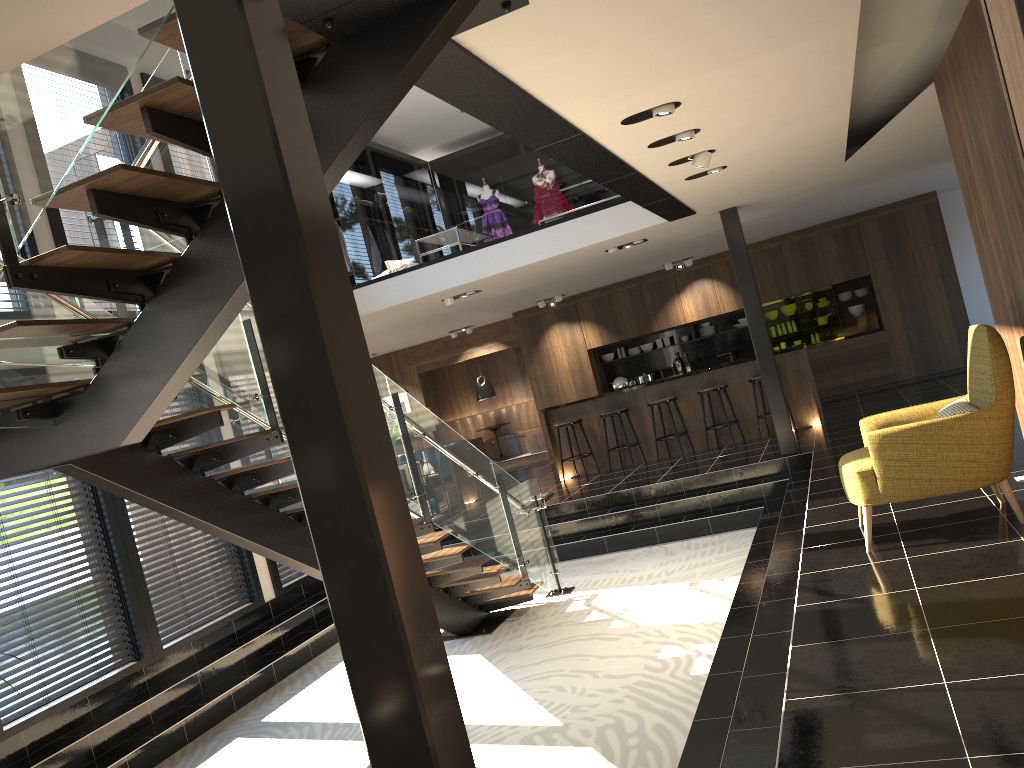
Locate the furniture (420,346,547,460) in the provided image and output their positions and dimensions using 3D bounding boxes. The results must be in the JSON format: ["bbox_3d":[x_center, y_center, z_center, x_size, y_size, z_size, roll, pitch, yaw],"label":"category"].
[{"bbox_3d":[-0.322,0.299,17.449,2.641,2.335,1.173,-14,0,20],"label":"furniture"}]

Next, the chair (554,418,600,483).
[{"bbox_3d":[0.857,0.894,12.045,0.413,0.799,0.412,-14,0,30],"label":"chair"}]

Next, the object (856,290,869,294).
[{"bbox_3d":[5.569,-1.449,14.100,0.220,0.033,0.220,-14,0,4],"label":"object"}]

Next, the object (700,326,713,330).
[{"bbox_3d":[3.301,-0.942,15.047,0.268,0.024,0.269,-14,0,-31],"label":"object"}]

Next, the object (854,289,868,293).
[{"bbox_3d":[5.563,-1.471,14.100,0.220,0.033,0.220,-14,0,4],"label":"object"}]

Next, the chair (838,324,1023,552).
[{"bbox_3d":[2.426,0.293,5.213,1.032,1.097,0.806,-14,0,19],"label":"chair"}]

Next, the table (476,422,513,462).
[{"bbox_3d":[-0.272,1.124,17.019,0.702,0.644,0.702,-14,0,-5],"label":"table"}]

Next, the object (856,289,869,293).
[{"bbox_3d":[5.565,-1.461,14.100,0.220,0.033,0.220,-14,0,4],"label":"object"}]

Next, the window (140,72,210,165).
[{"bbox_3d":[-3.251,-1.878,9.423,0.358,2.476,1.391,-14,0,20],"label":"window"}]

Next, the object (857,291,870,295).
[{"bbox_3d":[5.574,-1.427,14.100,0.220,0.033,0.220,-14,0,4],"label":"object"}]

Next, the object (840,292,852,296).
[{"bbox_3d":[5.329,-1.421,14.189,0.221,0.033,0.220,-15,0,30],"label":"object"}]

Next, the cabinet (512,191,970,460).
[{"bbox_3d":[3.609,-0.779,14.704,6.900,2.690,0.868,-14,0,20],"label":"cabinet"}]

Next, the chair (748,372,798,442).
[{"bbox_3d":[3.256,0.272,11.124,0.413,0.799,0.412,-14,0,30],"label":"chair"}]

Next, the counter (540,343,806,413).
[{"bbox_3d":[2.126,-0.072,11.968,3.577,0.041,0.697,-15,0,20],"label":"counter"}]

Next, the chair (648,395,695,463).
[{"bbox_3d":[2.056,0.583,11.584,0.413,0.799,0.412,-14,0,30],"label":"chair"}]

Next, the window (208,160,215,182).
[{"bbox_3d":[-3.313,-1.862,9.455,0.005,2.297,1.219,-14,0,20],"label":"window"}]

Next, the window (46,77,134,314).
[{"bbox_3d":[-3.784,-1.750,7.937,0.358,2.476,1.391,-14,0,20],"label":"window"}]

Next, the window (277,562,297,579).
[{"bbox_3d":[-2.602,0.904,9.476,0.005,2.297,1.219,-14,0,20],"label":"window"}]

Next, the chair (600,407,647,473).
[{"bbox_3d":[1.457,0.738,11.815,0.413,0.799,0.412,-14,0,30],"label":"chair"}]

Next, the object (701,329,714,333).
[{"bbox_3d":[3.315,-0.889,15.048,0.268,0.024,0.269,-14,0,-31],"label":"object"}]

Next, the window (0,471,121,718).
[{"bbox_3d":[-3.658,1.157,6.533,0.005,2.297,1.311,-14,0,20],"label":"window"}]

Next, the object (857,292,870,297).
[{"bbox_3d":[5.577,-1.414,14.100,0.220,0.033,0.220,-14,0,4],"label":"object"}]

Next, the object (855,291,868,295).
[{"bbox_3d":[5.571,-1.438,14.100,0.220,0.033,0.220,-14,0,4],"label":"object"}]

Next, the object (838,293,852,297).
[{"bbox_3d":[5.332,-1.411,14.189,0.221,0.033,0.220,-15,0,30],"label":"object"}]

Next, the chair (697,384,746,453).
[{"bbox_3d":[2.656,0.428,11.354,0.413,0.799,0.412,-14,0,30],"label":"chair"}]

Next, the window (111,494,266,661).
[{"bbox_3d":[-3.093,1.020,7.902,0.358,2.475,1.496,-14,0,20],"label":"window"}]

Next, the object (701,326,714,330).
[{"bbox_3d":[3.303,-0.935,15.047,0.268,0.024,0.269,-14,0,-31],"label":"object"}]

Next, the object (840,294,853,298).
[{"bbox_3d":[5.338,-1.389,14.189,0.221,0.033,0.220,-15,0,30],"label":"object"}]

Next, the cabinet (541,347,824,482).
[{"bbox_3d":[2.257,0.430,11.971,3.568,0.994,0.697,-15,0,20],"label":"cabinet"}]

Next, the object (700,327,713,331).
[{"bbox_3d":[3.306,-0.925,15.047,0.268,0.024,0.269,-14,0,-31],"label":"object"}]

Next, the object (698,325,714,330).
[{"bbox_3d":[3.299,-0.951,15.047,0.268,0.024,0.269,-14,0,-31],"label":"object"}]

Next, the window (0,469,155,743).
[{"bbox_3d":[-3.596,1.141,6.500,0.358,2.475,1.496,-14,0,20],"label":"window"}]

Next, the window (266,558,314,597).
[{"bbox_3d":[-2.540,0.887,9.444,0.358,2.476,1.391,-14,0,20],"label":"window"}]

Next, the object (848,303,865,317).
[{"bbox_3d":[5.514,-1.170,14.158,0.264,0.170,0.264,-14,0,-5],"label":"object"}]

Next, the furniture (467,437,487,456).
[{"bbox_3d":[-1.803,1.573,14.107,2.612,0.822,1.363,-15,0,20],"label":"furniture"}]

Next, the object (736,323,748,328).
[{"bbox_3d":[3.911,-0.986,14.752,0.437,0.039,0.439,-14,0,-34],"label":"object"}]

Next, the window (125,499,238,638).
[{"bbox_3d":[-3.155,1.036,7.935,0.005,2.297,1.311,-14,0,20],"label":"window"}]

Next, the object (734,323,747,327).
[{"bbox_3d":[3.908,-0.998,14.752,0.437,0.039,0.439,-14,0,-34],"label":"object"}]

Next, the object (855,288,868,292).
[{"bbox_3d":[5.560,-1.481,14.100,0.220,0.033,0.220,-14,0,4],"label":"object"}]

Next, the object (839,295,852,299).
[{"bbox_3d":[5.340,-1.379,14.189,0.221,0.033,0.220,-15,0,30],"label":"object"}]

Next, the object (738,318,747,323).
[{"bbox_3d":[3.891,-1.058,14.754,0.253,0.088,0.254,-14,0,-44],"label":"object"}]

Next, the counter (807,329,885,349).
[{"bbox_3d":[3.735,-0.309,14.711,4.596,0.005,0.861,-15,0,20],"label":"counter"}]

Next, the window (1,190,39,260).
[{"bbox_3d":[-4.320,-1.621,6.441,0.358,2.476,1.391,-14,0,20],"label":"window"}]

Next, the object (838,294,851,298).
[{"bbox_3d":[5.334,-1.401,14.189,0.221,0.033,0.220,-15,0,30],"label":"object"}]

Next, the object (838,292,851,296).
[{"bbox_3d":[5.326,-1.434,14.188,0.221,0.033,0.220,-15,0,30],"label":"object"}]

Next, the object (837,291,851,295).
[{"bbox_3d":[5.323,-1.445,14.188,0.221,0.033,0.220,-15,0,30],"label":"object"}]

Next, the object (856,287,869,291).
[{"bbox_3d":[5.557,-1.493,14.100,0.220,0.033,0.220,-14,0,4],"label":"object"}]

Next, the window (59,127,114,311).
[{"bbox_3d":[-3.845,-1.734,7.969,0.005,2.297,1.219,-14,0,20],"label":"window"}]

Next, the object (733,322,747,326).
[{"bbox_3d":[3.905,-1.012,14.752,0.437,0.039,0.439,-14,0,-34],"label":"object"}]

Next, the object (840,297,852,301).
[{"bbox_3d":[5.346,-1.354,14.189,0.221,0.033,0.220,-15,0,30],"label":"object"}]

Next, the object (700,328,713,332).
[{"bbox_3d":[3.310,-0.909,15.047,0.268,0.024,0.269,-14,0,-31],"label":"object"}]

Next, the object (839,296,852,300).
[{"bbox_3d":[5.343,-1.367,14.189,0.221,0.033,0.220,-15,0,30],"label":"object"}]
